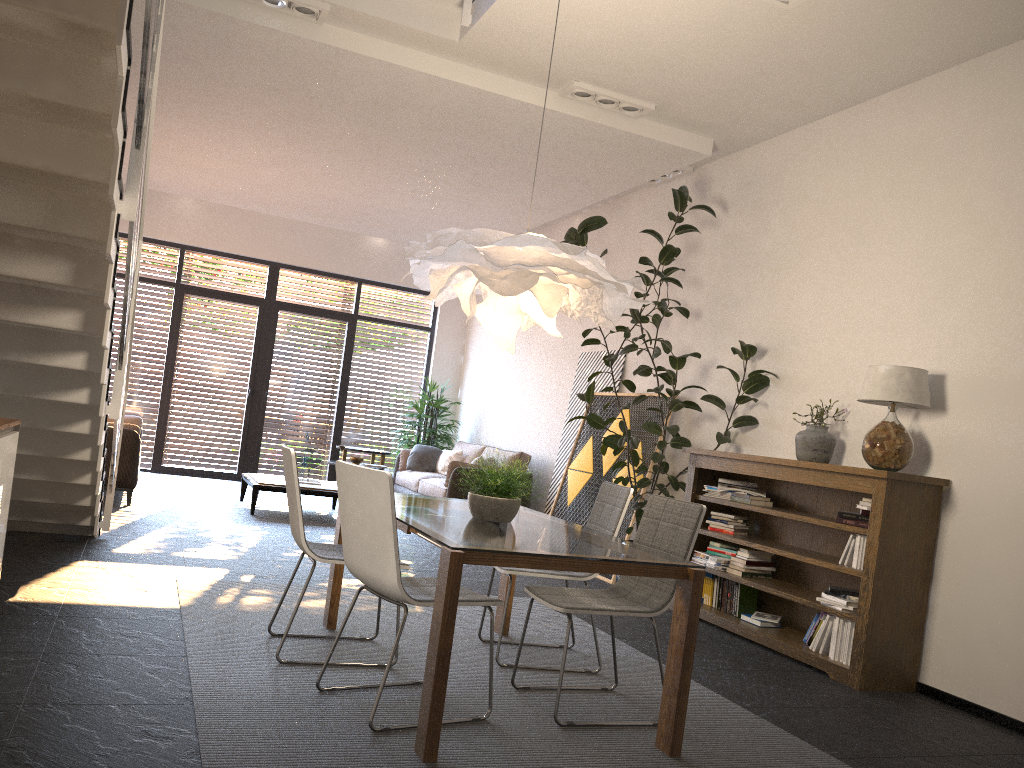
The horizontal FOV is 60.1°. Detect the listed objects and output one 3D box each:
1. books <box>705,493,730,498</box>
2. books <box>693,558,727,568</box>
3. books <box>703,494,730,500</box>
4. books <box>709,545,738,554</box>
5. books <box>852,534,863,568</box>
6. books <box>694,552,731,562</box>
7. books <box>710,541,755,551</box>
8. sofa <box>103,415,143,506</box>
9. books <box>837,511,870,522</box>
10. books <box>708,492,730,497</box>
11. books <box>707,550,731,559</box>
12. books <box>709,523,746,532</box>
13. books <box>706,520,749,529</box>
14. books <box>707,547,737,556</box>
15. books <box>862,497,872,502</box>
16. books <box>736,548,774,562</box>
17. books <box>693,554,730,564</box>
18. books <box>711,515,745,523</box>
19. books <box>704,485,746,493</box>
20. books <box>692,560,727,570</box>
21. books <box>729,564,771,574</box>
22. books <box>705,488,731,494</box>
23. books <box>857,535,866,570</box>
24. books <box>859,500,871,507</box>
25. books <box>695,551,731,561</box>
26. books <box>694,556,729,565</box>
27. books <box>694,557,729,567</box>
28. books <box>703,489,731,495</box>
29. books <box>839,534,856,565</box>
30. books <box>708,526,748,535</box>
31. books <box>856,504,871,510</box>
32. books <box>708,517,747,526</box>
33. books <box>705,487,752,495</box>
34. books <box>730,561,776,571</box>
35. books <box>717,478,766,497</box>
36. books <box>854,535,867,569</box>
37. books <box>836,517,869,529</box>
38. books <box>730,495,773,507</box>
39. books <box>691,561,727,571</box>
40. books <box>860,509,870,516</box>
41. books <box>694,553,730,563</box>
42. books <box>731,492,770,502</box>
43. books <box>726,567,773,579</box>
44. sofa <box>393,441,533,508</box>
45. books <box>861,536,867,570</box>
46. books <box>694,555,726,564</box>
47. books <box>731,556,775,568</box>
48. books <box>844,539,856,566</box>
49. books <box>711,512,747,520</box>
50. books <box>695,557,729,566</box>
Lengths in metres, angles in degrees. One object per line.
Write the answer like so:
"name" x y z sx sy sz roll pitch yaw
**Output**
"books" 1.552 0.795 6.186 0.317 0.011 0.253 5 -4 37
"books" 1.420 1.243 6.143 0.219 0.013 0.304 9 -3 -18
"books" 1.542 0.804 6.192 0.317 0.011 0.253 5 -4 41
"books" 1.529 1.151 6.150 0.193 0.014 0.254 10 -4 -34
"books" 1.976 0.939 4.961 0.136 0.188 0.018 8 0 -22
"books" 1.437 1.202 6.138 0.219 0.008 0.304 9 -3 -18
"books" 1.532 1.130 6.152 0.194 0.028 0.245 10 -4 -42
"sofa" -4.207 0.574 8.800 0.996 0.919 2.317 8 -3 -22
"books" 1.663 -2.789 2.544 0.359 6.706 5.409 8 -1 19
"books" 1.567 0.785 6.175 0.317 0.011 0.253 6 -4 34
"books" 1.505 1.190 6.149 0.176 0.023 0.249 10 -4 -42
"books" 1.515 1.010 6.223 0.155 0.022 0.204 10 -4 -42
"books" 1.515 0.989 6.227 0.175 0.019 0.243 10 -4 -37
"books" 1.508 1.167 6.149 0.176 0.023 0.249 10 -4 -37
"books" 2.072 0.656 4.925 0.206 0.022 0.154 10 -4 -37
"books" 1.627 1.141 5.929 0.217 0.069 0.158 8 -3 -13
"books" 1.428 1.215 6.136 0.219 0.008 0.304 9 -3 -19
"books" 1.518 0.946 6.227 0.220 0.023 0.148 7 -3 19
"books" 1.553 0.743 6.224 0.317 0.011 0.253 5 -4 44
"books" 1.419 1.259 6.144 0.219 0.007 0.304 9 -3 -18
"books" 1.595 1.237 5.931 0.228 0.024 0.166 9 -3 -24
"books" 1.553 0.763 6.197 0.317 0.011 0.254 5 -4 39
"books" 1.981 0.937 4.904 0.136 0.189 0.015 8 0 -22
"books" 2.063 0.678 4.921 0.242 0.024 0.175 6 -3 23
"books" 1.437 1.193 6.136 0.219 0.013 0.304 9 -3 -18
"books" 1.432 1.228 6.137 0.219 0.006 0.304 9 -3 -18
"books" 1.427 1.239 6.145 0.219 0.008 0.288 8 -3 -16
"books" 1.544 0.773 6.211 0.253 0.011 0.317 10 -4 -41
"books" 1.938 0.939 5.007 0.136 0.182 0.078 8 -1 -22
"books" 1.518 1.032 6.225 0.159 0.021 0.223 10 -4 -37
"books" 2.056 0.698 4.900 0.243 0.019 0.175 7 -3 3
"books" 1.513 0.968 6.234 0.163 0.023 0.231 9 -3 -22
"books" 1.554 0.753 6.216 0.317 0.011 0.254 5 -4 39
"books" 1.611 1.215 5.924 0.243 0.024 0.175 8 -3 -15
"books" 1.593 0.731 6.154 0.321 0.109 0.273 7 -3 13
"books" 1.968 0.936 4.917 0.136 0.188 0.018 8 0 -22
"books" 2.002 0.787 4.947 0.231 0.034 0.285 9 -3 -30
"books" 1.618 0.793 5.989 0.180 0.034 0.243 9 -3 -19
"books" 1.419 1.266 6.143 0.219 0.008 0.304 9 -3 -23
"books" 2.047 0.721 4.895 0.224 0.029 0.180 7 -3 20
"books" 1.432 1.209 6.137 0.219 0.008 0.304 9 -3 -19
"books" 1.614 0.764 5.994 0.167 0.024 0.227 9 -3 -18
"books" 1.586 1.264 5.922 0.243 0.034 0.179 9 -3 -20
"sofa" -0.623 1.133 10.294 0.996 0.919 2.317 8 -3 -22
"books" 1.999 0.939 4.895 0.136 0.189 0.015 8 0 -22
"books" 1.428 1.222 6.139 0.219 0.008 0.288 9 -3 -18
"books" 1.607 1.187 5.916 0.225 0.029 0.179 9 -3 -19
"books" 1.945 0.952 4.989 0.120 0.157 0.056 8 0 -22
"books" 1.527 0.925 6.223 0.155 0.020 0.204 10 -4 -37
"books" 1.428 1.233 6.145 0.219 0.008 0.288 8 -3 -16
